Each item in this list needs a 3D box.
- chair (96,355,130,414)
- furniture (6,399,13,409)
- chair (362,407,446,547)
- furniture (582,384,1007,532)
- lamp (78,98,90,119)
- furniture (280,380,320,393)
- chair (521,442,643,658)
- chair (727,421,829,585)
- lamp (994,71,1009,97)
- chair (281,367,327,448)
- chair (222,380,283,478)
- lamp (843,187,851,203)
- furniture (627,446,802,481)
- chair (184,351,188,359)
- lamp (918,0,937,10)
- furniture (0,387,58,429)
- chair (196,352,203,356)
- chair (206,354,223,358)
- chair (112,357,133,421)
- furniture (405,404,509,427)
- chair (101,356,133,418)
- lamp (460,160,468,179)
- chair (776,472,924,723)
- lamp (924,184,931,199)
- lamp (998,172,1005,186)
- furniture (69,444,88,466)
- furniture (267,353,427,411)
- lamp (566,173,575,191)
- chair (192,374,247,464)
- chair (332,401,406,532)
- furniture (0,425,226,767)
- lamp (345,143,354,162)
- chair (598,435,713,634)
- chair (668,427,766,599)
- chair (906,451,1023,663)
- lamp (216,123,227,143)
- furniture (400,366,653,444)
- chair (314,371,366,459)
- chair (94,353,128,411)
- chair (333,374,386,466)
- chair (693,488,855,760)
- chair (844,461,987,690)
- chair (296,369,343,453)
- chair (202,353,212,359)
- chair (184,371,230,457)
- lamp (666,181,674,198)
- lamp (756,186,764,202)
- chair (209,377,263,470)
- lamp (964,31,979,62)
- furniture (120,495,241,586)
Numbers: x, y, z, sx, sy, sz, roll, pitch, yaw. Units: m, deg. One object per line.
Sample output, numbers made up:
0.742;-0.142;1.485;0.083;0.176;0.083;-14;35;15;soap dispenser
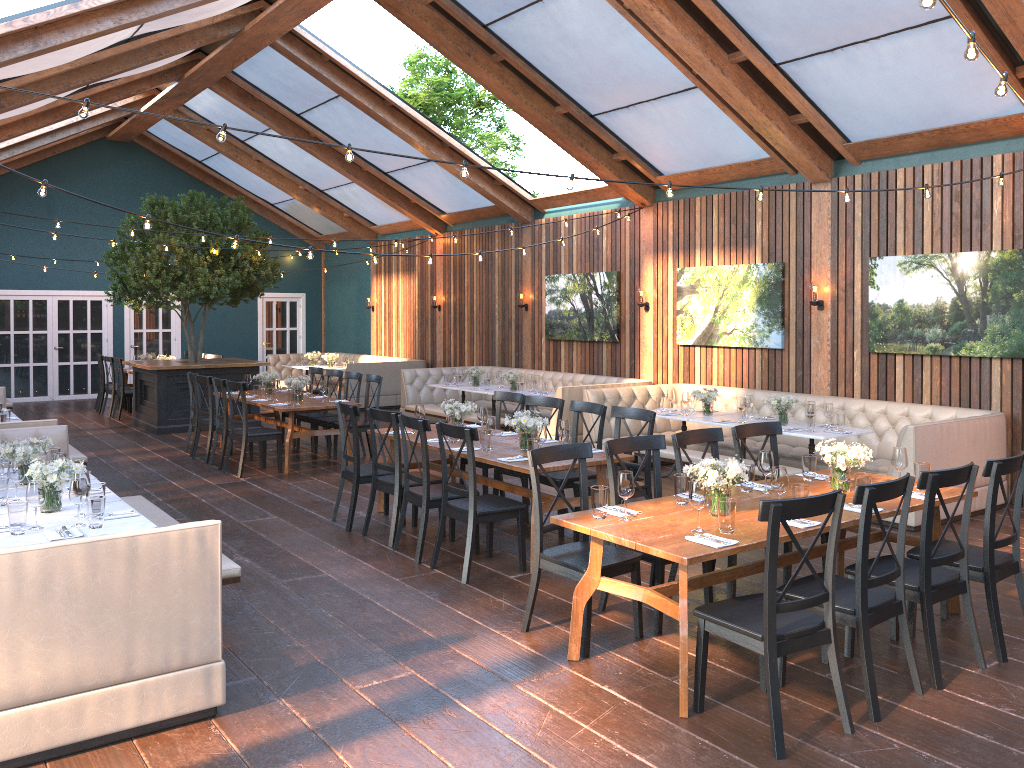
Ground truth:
-7.068;-0.008;15.679;0.540;1.019;0.478;-1;2;-30;chair
-8.410;0.412;14.363;0.313;0.398;2.333;-2;5;-35;furniture
-0.851;0.696;7.017;0.540;1.019;0.478;-1;2;-39;chair
2.716;0.588;9.259;1.711;0.857;4.165;-3;5;-35;furniture
-2.473;-1.591;5.111;0.056;0.114;0.075;-1;2;-37;lamp
-4.322;0.169;17.263;0.313;0.398;2.333;-2;5;-35;furniture
0.391;0.871;4.869;0.478;1.019;0.540;-1;2;-40;chair
1.762;0.790;5.841;0.477;1.019;0.540;-1;2;-35;chair
2.304;-1.411;4.167;0.056;0.120;0.056;-1;2;-29;lamp
-2.796;0.297;11.903;0.540;1.019;0.478;-1;2;-35;chair
-2.866;0.471;9.793;0.540;1.019;0.478;-1;2;-40;chair
2.574;-1.449;6.796;0.056;0.121;0.056;0;2;-2;lamp
1.807;0.872;8.623;0.313;0.398;2.333;-2;5;-35;furniture
-6.333;-0.108;16.888;0.540;1.019;0.478;-1;2;-40;chair
1.389;-1.312;2.956;0.056;0.121;0.056;-1;2;-17;lamp
-5.776;0.637;8.785;1.711;0.857;4.165;-3;5;-35;furniture
-6.009;-0.071;16.431;0.540;1.019;0.478;-1;2;-30;chair
-5.367;0.005;15.492;0.477;1.019;0.540;1;2;38;chair
-6.368;0.063;14.802;0.540;1.019;0.478;-1;2;-35;chair
-0.808;0.572;12.309;0.313;0.398;2.333;-2;5;-35;furniture
-6.732;0.028;15.231;0.540;1.019;0.478;-1;2;-40;chair
-0.316;-1.415;5.840;0.056;0.121;0.056;-1;2;-21;lamp
1.577;0.928;4.165;0.478;1.019;0.540;-1;2;-40;chair
3.300;-1.530;7.026;0.056;0.121;0.056;-1;2;-20;lamp
4.016;-1.679;7.254;0.056;0.118;0.066;0;2;-6;lamp
-4.895;0.815;9.410;0.313;0.398;2.333;-2;5;-35;furniture
-3.396;-0.113;17.874;1.711;0.857;4.165;-3;5;-35;furniture
0.398;-1.389;6.083;0.057;0.120;0.056;-1;2;-41;lamp
-3.534;0.397;10.693;0.540;1.019;0.478;-1;2;-40;chair
-1.203;0.660;7.463;0.540;1.019;0.478;-1;2;-28;chair
-3.153;0.937;5.088;1.711;0.857;4.165;-3;5;-35;furniture
-1.026;-1.461;5.585;0.056;0.120;0.056;1;2;30;lamp
0.848;0.844;5.193;0.477;1.019;0.540;-1;2;-35;chair
1.305;0.817;5.518;0.478;1.019;0.540;-1;2;-40;chair
2.491;0.874;4.813;0.478;1.019;0.540;-1;2;-40;chair
-1.756;-1.522;5.365;0.075;0.114;0.056;0;2;10;lamp
0.099;0.288;12.947;1.711;0.857;4.165;-3;5;-35;furniture
-2.148;0.372;10.989;0.540;1.019;0.478;-1;2;-35;chair
-7.327;-0.049;16.182;0.540;1.019;0.478;-1;2;-30;chair
-1.824;0.409;10.532;0.540;1.019;0.478;-1;2;-30;chair
1.121;0.955;3.841;0.477;1.019;0.540;-1;2;-30;chair
2.034;0.901;4.489;0.477;1.019;0.540;-1;2;-35;chair
-2.472;0.334;11.445;0.540;1.019;0.478;-1;2;-40;chair
-5.685;-0.034;15.974;0.540;1.019;0.478;-1;2;-35;chair
-3.828;0.359;11.170;0.540;1.019;0.478;-1;2;-30;chair
1.129;-1.389;6.326;0.056;0.121;0.056;1;2;23;lamp
1.846;-1.412;6.571;0.059;0.119;0.056;1;2;34;lamp
-3.190;0.433;10.249;0.540;1.019;0.478;-1;2;-32;chair
1.849;-1.360;3.561;0.056;0.121;0.056;0;2;-10;lamp
-2.280;1.115;5.724;0.313;0.398;2.333;-2;5;-35;furniture
